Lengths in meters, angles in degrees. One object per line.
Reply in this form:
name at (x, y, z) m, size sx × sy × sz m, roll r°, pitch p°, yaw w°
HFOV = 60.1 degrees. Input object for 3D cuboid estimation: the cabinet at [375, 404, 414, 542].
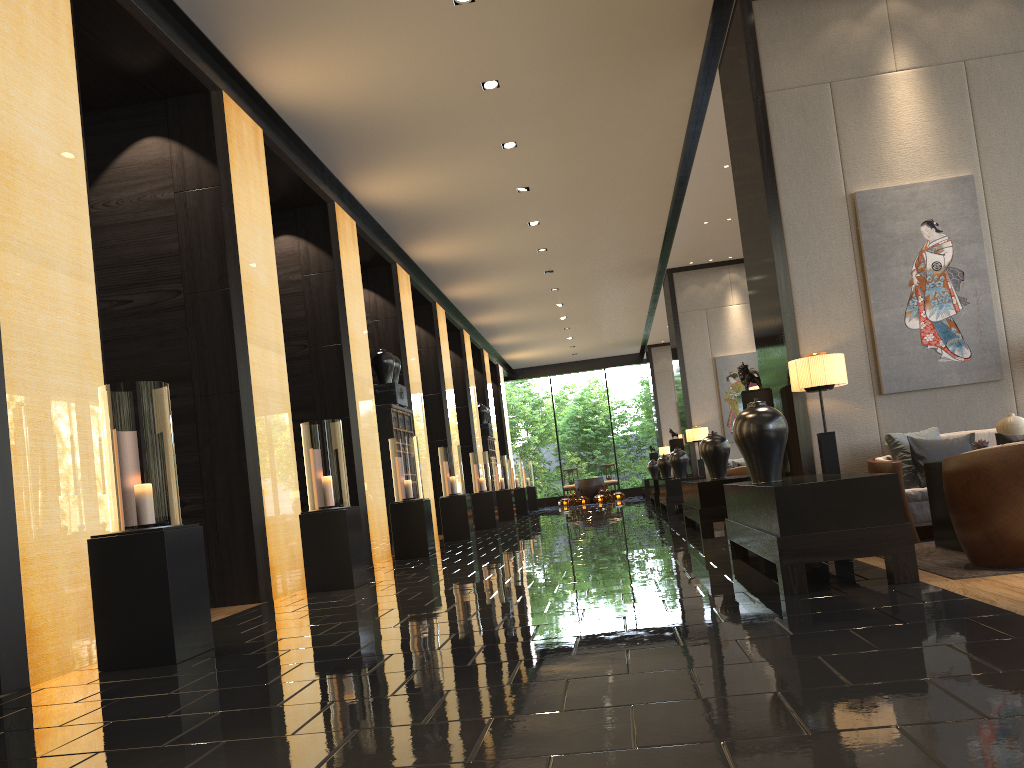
cabinet at (-1.630, 1.297, 11.917) m, size 0.548 × 1.916 × 1.191 m, roll -7°, pitch -4°, yaw 6°

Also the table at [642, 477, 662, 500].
table at (3.713, 2.697, 22.955) m, size 0.620 × 0.511 × 1.968 m, roll -7°, pitch -7°, yaw 6°

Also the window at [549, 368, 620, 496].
window at (2.172, -0.323, 11.782) m, size 12.062 × 4.210 × 32.011 m, roll -7°, pitch -7°, yaw 6°

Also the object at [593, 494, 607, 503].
object at (2.465, 3.219, 24.889) m, size 0.370 × 0.228 × 0.371 m, roll -8°, pitch -6°, yaw 8°

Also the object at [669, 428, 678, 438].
object at (2.927, 0.897, 16.032) m, size 0.161 × 0.217 × 0.102 m, roll -6°, pitch -4°, yaw -6°

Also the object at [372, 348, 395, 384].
object at (-1.718, -0.237, 11.867) m, size 0.311 × 0.491 × 0.313 m, roll -4°, pitch -5°, yaw -28°

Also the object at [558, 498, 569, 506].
object at (1.527, 3.409, 25.570) m, size 0.371 × 0.228 × 0.370 m, roll -9°, pitch -6°, yaw 23°

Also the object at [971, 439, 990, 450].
object at (2.796, 0.380, 5.267) m, size 0.091 × 0.111 × 0.092 m, roll -4°, pitch -6°, yaw -32°

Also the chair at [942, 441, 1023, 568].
chair at (2.580, 0.568, 4.300) m, size 0.804 × 0.602 × 0.608 m, roll -7°, pitch -5°, yaw 6°

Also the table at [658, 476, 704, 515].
table at (2.693, 1.752, 14.039) m, size 0.620 × 0.511 × 1.968 m, roll -7°, pitch -7°, yaw 6°

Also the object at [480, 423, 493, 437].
object at (-0.644, 1.107, 20.751) m, size 0.365 × 0.313 × 0.608 m, roll -7°, pitch -6°, yaw 6°

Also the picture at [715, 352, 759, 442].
picture at (4.030, 0.220, 15.292) m, size 0.835 × 1.496 × 0.037 m, roll -7°, pitch -3°, yaw 6°

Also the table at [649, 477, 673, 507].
table at (3.132, 2.159, 17.877) m, size 0.620 × 0.511 × 1.968 m, roll -7°, pitch -7°, yaw 6°

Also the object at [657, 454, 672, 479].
object at (3.095, 1.657, 17.887) m, size 0.312 × 0.491 × 0.312 m, roll -9°, pitch -5°, yaw 25°

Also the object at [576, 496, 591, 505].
object at (2.010, 3.277, 24.934) m, size 0.371 × 0.228 × 0.370 m, roll -10°, pitch -7°, yaw 28°

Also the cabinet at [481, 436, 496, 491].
cabinet at (-0.629, 2.224, 20.670) m, size 0.548 × 1.916 × 1.191 m, roll -7°, pitch -4°, yaw 6°

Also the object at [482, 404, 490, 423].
object at (-0.679, 0.725, 20.949) m, size 0.311 × 0.491 × 0.313 m, roll -6°, pitch -4°, yaw -13°

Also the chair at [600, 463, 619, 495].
chair at (2.908, 2.927, 26.435) m, size 0.520 × 1.072 × 0.538 m, roll -7°, pitch -4°, yaw 6°

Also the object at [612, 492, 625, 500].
object at (3.047, 3.211, 25.387) m, size 0.369 × 0.228 × 0.372 m, roll -4°, pitch -6°, yaw -21°

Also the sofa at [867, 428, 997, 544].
sofa at (3.158, 0.653, 5.965) m, size 1.450 × 0.691 × 0.605 m, roll -7°, pitch -5°, yaw 6°

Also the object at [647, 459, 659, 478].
object at (3.683, 2.202, 23.030) m, size 0.312 × 0.491 × 0.312 m, roll -9°, pitch -5°, yaw 25°

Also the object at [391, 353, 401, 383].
object at (-1.680, -0.202, 12.196) m, size 0.311 × 0.491 × 0.313 m, roll -6°, pitch -4°, yaw -13°

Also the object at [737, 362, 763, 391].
object at (1.912, -0.060, 7.131) m, size 0.176 × 0.245 × 0.116 m, roll -7°, pitch -4°, yaw 6°

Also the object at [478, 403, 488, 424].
object at (-0.717, 0.690, 20.619) m, size 0.311 × 0.491 × 0.313 m, roll -5°, pitch -5°, yaw -20°

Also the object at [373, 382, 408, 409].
object at (-1.644, 0.180, 11.998) m, size 0.365 × 0.313 × 0.608 m, roll -7°, pitch -6°, yaw 6°

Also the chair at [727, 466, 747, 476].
chair at (3.587, 1.500, 13.107) m, size 0.804 × 0.602 × 0.608 m, roll -7°, pitch -5°, yaw 6°

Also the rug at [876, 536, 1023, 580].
rug at (3.144, 0.899, 5.115) m, size 1.959 × 0.008 × 2.250 m, roll -7°, pitch -7°, yaw 6°

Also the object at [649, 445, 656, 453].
object at (3.946, 1.826, 24.934) m, size 0.176 × 0.245 × 0.116 m, roll -8°, pitch -4°, yaw 11°

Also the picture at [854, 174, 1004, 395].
picture at (3.015, -0.720, 6.417) m, size 0.835 × 1.496 × 0.037 m, roll -7°, pitch -3°, yaw 6°

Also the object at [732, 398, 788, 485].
object at (1.445, 0.328, 5.127) m, size 0.312 × 0.491 × 0.312 m, roll -9°, pitch -5°, yaw 25°

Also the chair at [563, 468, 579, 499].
chair at (1.794, 3.071, 26.556) m, size 0.520 × 1.072 × 0.538 m, roll -7°, pitch -4°, yaw 6°

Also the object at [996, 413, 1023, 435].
object at (2.927, 0.291, 5.165) m, size 0.172 × 0.235 × 0.171 m, roll -11°, pitch -6°, yaw 41°

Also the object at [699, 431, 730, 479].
object at (2.087, 0.724, 9.079) m, size 0.311 × 0.491 × 0.313 m, roll -6°, pitch -4°, yaw -13°

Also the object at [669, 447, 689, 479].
object at (2.657, 1.252, 14.064) m, size 0.312 × 0.491 × 0.312 m, roll -9°, pitch -5°, yaw 25°
